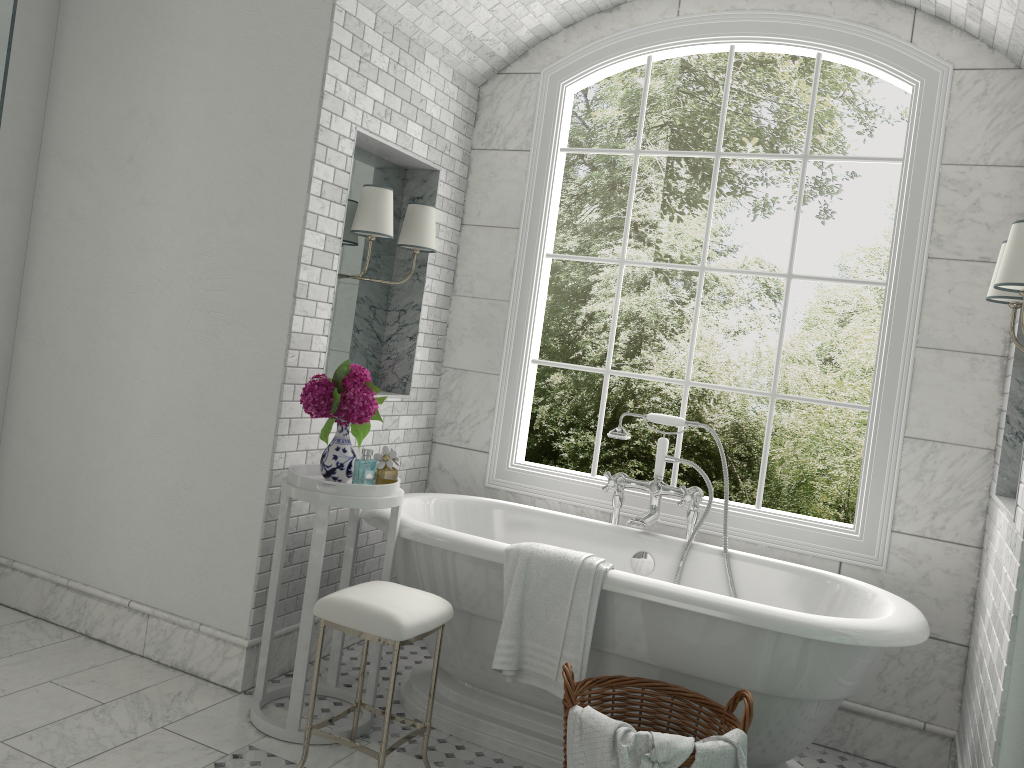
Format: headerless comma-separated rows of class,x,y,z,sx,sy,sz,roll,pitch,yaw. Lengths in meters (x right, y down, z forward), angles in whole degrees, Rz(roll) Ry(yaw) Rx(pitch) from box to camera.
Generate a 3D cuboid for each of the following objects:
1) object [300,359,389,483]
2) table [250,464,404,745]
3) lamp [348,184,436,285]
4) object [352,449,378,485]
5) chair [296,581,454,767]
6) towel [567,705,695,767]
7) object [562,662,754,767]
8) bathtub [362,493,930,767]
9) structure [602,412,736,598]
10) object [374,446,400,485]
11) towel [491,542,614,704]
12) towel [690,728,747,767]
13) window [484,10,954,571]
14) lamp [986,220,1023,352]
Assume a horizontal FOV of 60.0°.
object,-0.641,0.134,3.333,0.333,0.471,0.295,8,1,27
table,-0.679,0.783,3.286,0.449,0.906,0.450,8,0,-13
lamp,-0.572,-0.647,3.943,0.309,0.383,0.547,8,2,25
object,-0.533,0.314,3.212,0.059,0.154,0.085,8,1,45
chair,-0.450,0.984,2.921,0.372,0.602,0.365,8,1,25
towel,0.338,1.121,2.462,0.400,0.438,0.483,8,1,26
object,0.378,1.129,2.546,0.518,0.570,0.520,7,1,-33
bathtub,0.366,0.996,3.388,2.170,0.758,0.940,9,2,25
structure,0.636,0.784,3.674,0.781,1.285,0.339,8,0,35
object,-0.457,0.314,3.280,0.097,0.168,0.085,7,1,-44
towel,0.148,0.795,3.067,0.375,0.463,0.452,8,1,27
towel,0.404,1.151,2.495,0.381,0.469,0.461,7,1,-26
window,0.868,-0.520,4.020,1.835,2.324,0.118,8,0,25
lamp,1.720,-0.292,2.867,0.309,0.383,0.547,8,2,25
